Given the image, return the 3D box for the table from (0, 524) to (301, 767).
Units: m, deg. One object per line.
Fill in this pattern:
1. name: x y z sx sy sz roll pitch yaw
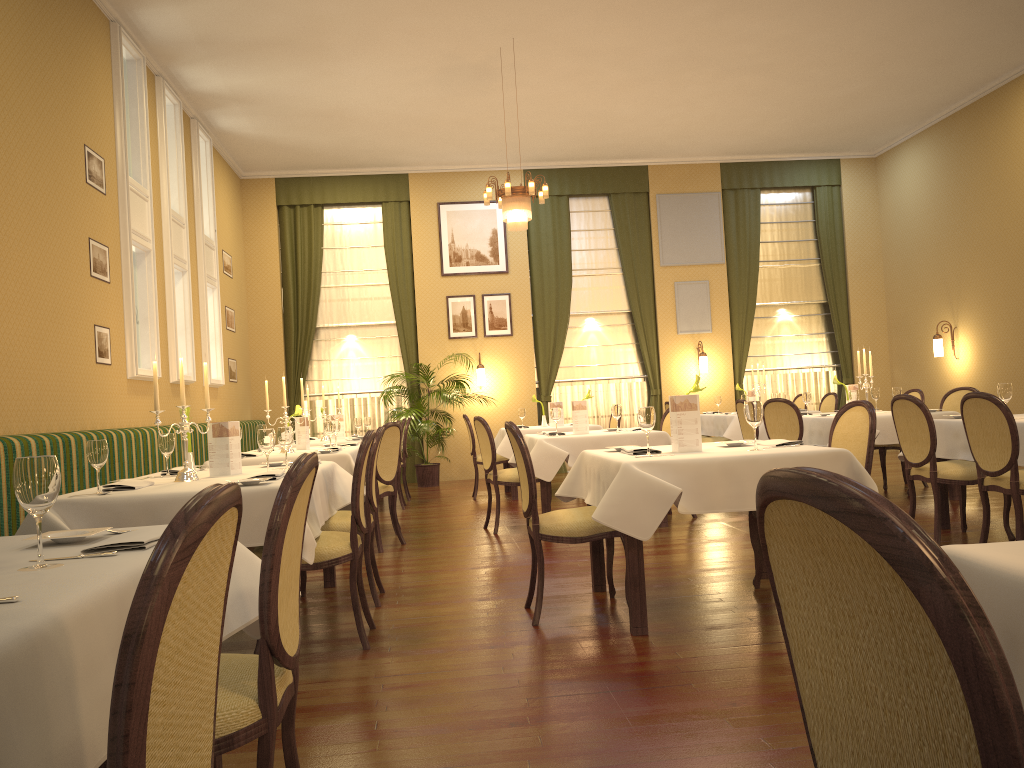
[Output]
1. table: -1.184 0.762 1.595 1.385 0.759 2.152 -3 -1 -5

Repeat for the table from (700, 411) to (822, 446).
1. table: 3.026 0.730 11.037 1.385 0.759 2.152 -3 -1 -5

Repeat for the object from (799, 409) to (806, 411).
1. object: 3.366 0.306 10.292 0.160 0.024 0.160 -3 -1 -5

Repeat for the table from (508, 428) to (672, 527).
1. table: 0.704 0.784 7.438 1.389 0.759 1.395 -3 -1 -4

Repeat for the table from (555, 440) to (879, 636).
1. table: 0.981 0.699 4.411 1.389 0.759 1.395 -3 -1 -4

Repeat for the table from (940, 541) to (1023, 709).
1. table: 1.295 0.603 0.986 1.389 0.759 1.395 -3 -1 -4

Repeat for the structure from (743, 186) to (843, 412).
1. structure: 4.089 -1.161 13.286 1.898 4.511 0.137 -3 -1 -5

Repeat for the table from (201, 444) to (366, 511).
1. table: -1.700 0.919 7.216 1.385 0.759 2.152 -3 -1 -5

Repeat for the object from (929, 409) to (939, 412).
1. object: 3.610 0.231 7.630 0.160 0.024 0.160 -3 -1 -5

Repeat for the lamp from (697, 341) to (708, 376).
1. lamp: 2.710 -0.367 12.807 0.114 0.513 0.323 -3 -1 -16

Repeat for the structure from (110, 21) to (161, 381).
1. structure: -3.306 -1.522 7.681 0.200 2.985 0.687 -3 -1 -5

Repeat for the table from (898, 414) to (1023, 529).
1. table: 3.543 0.571 5.398 1.385 0.759 2.152 -3 -1 -5

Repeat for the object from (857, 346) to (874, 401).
1. object: 3.265 -0.049 8.183 0.131 0.655 0.390 -4 -1 29

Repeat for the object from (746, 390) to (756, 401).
1. object: 3.013 0.218 11.075 0.166 0.277 0.081 -2 -2 -34

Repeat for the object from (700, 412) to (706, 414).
1. object: 2.568 0.385 11.749 0.160 0.024 0.160 -3 -1 -5

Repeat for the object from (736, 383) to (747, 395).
1. object: 2.871 0.174 11.015 0.163 0.375 0.076 -4 -1 17

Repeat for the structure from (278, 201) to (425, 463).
1. structure: -2.293 -0.801 12.696 1.942 4.511 0.123 -3 -1 -5

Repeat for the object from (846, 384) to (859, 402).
1. object: 3.257 0.144 8.413 0.166 0.277 0.081 -2 -2 -34

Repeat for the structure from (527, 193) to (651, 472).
1. structure: 1.189 -0.997 13.015 1.900 4.511 0.134 -3 -1 -5

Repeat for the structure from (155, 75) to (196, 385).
1. structure: -3.415 -1.488 8.871 0.200 2.985 0.661 -3 -1 -5

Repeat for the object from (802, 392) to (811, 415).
1. object: 2.868 0.193 8.619 0.088 0.229 0.088 -5 -2 43

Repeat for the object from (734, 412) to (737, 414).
1. object: 2.748 0.344 10.522 0.142 0.033 0.273 -3 -1 -5

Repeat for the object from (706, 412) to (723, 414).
1. object: 2.623 0.373 11.484 0.142 0.033 0.273 -3 -1 -5

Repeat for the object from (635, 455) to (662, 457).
1. object: 0.659 0.329 4.091 0.185 0.010 0.017 -3 -1 -4

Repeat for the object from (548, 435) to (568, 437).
1. object: 0.381 0.414 7.118 0.185 0.010 0.017 -3 -1 -4

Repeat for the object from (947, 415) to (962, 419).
1. object: 3.085 0.227 6.110 0.160 0.024 0.160 -3 -1 -5

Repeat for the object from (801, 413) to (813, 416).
1. object: 2.867 0.299 8.822 0.142 0.033 0.273 -3 -1 -5

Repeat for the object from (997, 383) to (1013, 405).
1. object: 3.141 0.110 5.642 0.088 0.229 0.088 -5 -2 43

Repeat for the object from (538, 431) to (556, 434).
1. object: 0.303 0.425 7.671 0.160 0.024 0.160 -3 -1 -5

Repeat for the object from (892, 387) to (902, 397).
1. object: 3.540 0.143 8.138 0.088 0.229 0.088 -4 -2 37

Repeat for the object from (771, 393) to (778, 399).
1. object: 3.340 0.226 11.278 0.088 0.229 0.088 -5 -2 43

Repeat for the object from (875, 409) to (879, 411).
1. object: 3.551 0.264 8.898 0.142 0.024 0.273 -3 -1 -5

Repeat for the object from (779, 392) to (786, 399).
1. object: 3.296 0.218 10.800 0.088 0.229 0.088 -5 -2 43

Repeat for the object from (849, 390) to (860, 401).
1. object: 2.953 0.166 7.642 0.088 0.229 0.088 -5 -2 43

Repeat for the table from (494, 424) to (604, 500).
1. table: 0.458 0.859 10.124 1.389 0.759 1.395 -3 -1 -4

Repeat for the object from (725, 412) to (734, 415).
1. object: 2.636 0.360 10.814 0.160 0.024 0.160 -3 -1 -5

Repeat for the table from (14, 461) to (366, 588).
1. table: -1.453 0.844 4.524 1.385 0.759 2.152 -3 -1 -5

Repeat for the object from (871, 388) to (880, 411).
1. object: 3.575 0.154 8.713 0.088 0.229 0.088 -5 -2 43

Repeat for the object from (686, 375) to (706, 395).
1. object: 0.888 0.140 4.394 0.163 0.375 0.076 -3 -1 -28

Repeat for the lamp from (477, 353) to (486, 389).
1. lamp: -0.466 -0.188 12.510 0.114 0.513 0.323 -3 -1 -16

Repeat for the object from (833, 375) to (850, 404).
1. object: 3.115 0.100 8.353 0.163 0.375 0.076 -4 -1 17

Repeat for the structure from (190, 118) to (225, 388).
1. structure: -3.531 -1.453 10.135 0.200 2.985 0.670 -3 -1 -5

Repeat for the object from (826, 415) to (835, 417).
1. object: 2.937 0.285 8.031 0.185 0.010 0.017 -3 -1 -4

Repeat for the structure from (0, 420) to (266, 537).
1. structure: -2.522 0.791 5.149 0.850 1.031 14.516 -3 -1 -5

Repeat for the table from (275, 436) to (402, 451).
1. table: -1.946 0.995 9.903 1.385 0.759 2.152 -3 -1 -5

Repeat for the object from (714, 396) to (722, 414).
1. object: 2.625 0.268 11.281 0.088 0.229 0.088 -5 -2 43

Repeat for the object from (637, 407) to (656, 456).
1. object: 0.637 0.223 4.176 0.088 0.229 0.088 -5 -2 43

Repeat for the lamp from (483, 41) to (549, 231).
1. lamp: 0.003 -2.371 8.475 0.593 1.796 0.593 -3 -1 -8

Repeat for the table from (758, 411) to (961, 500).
1. table: 3.270 0.655 8.375 1.385 0.759 2.152 -3 -1 -5

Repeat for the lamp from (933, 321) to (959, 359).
1. lamp: 5.619 -0.566 11.523 0.323 0.513 0.114 -3 -1 -16

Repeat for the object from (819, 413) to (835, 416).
1. object: 2.880 0.285 8.152 0.160 0.024 0.160 -3 -1 -5

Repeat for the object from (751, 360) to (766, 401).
1. object: 3.021 0.025 10.845 0.390 0.655 0.131 -2 -2 -40

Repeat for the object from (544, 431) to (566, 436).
1. object: 0.358 0.413 7.406 0.142 0.033 0.273 -3 -1 -5

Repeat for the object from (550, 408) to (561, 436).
1. object: 0.359 0.308 7.203 0.088 0.229 0.088 -4 -2 37

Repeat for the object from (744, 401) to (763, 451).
1. object: 1.122 0.193 4.102 0.088 0.229 0.088 -5 -2 43

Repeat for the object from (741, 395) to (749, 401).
1. object: 2.709 0.241 10.304 0.088 0.229 0.088 -5 -2 43
